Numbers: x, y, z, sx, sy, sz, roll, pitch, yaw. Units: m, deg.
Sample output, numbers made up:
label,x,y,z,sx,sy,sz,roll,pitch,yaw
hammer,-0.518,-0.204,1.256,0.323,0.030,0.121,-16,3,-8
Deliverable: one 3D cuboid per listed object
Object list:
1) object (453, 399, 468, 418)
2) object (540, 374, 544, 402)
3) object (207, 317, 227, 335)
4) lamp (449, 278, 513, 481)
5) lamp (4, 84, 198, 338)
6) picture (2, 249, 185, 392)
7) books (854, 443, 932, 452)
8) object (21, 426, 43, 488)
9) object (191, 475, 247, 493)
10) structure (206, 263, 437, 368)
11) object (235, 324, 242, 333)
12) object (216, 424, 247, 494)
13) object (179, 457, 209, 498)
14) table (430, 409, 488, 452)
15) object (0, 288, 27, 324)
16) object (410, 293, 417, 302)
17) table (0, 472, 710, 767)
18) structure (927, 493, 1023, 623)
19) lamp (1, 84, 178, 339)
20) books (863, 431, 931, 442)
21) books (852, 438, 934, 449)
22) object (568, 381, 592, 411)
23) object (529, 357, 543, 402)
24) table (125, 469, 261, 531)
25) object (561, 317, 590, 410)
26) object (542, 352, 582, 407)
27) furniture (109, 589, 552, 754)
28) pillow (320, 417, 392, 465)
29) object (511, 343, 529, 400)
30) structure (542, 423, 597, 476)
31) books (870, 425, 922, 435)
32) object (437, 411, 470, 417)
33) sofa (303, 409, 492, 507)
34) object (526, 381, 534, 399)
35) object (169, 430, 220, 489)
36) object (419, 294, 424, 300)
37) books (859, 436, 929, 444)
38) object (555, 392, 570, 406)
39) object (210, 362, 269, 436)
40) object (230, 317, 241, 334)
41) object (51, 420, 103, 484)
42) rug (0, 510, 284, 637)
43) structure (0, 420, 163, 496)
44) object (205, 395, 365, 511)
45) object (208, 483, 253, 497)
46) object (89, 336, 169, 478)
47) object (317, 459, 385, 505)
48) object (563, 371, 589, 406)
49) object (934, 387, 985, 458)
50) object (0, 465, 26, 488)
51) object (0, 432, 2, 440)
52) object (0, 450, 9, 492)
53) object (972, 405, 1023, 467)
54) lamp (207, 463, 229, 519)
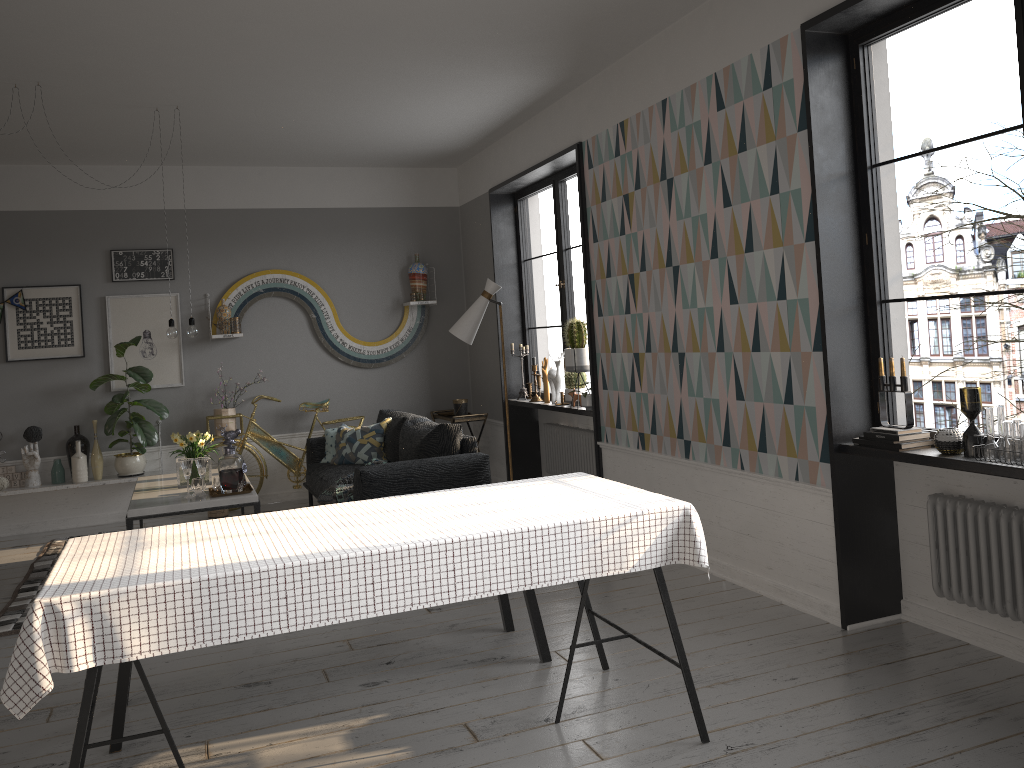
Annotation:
label,x,y,z,sx,sy,sz,roll,pitch,yaw
object,-0.459,0.219,7.870,0.141,0.160,0.138,-3,1,17
object,0.264,-0.008,7.181,0.075,0.301,0.076,-4,0,10
object,-2.514,-0.500,7.546,0.197,0.166,0.060,-3,0,13
lamp,0.209,0.193,5.294,1.248,1.703,0.679,-4,0,-23
lamp,-2.558,-1.015,5.311,0.074,1.536,1.399,-4,1,38
picture,-5.541,-0.162,4.453,7.303,1.795,4.037,-5,3,-21
books,1.569,0.252,3.656,0.162,0.011,0.268,-5,3,-18
object,-3.825,0.576,7.064,0.155,0.483,0.136,-4,0,-21
object,-1.815,0.618,5.477,0.280,0.087,0.246,-6,4,-43
structure,-1.663,-0.590,7.955,2.025,0.956,0.266,-5,0,-21
object,-2.385,-0.478,7.693,0.062,0.081,0.062,-3,1,45
object,-1.694,0.448,5.334,0.156,0.417,0.148,-4,0,-1
object,-1.901,0.560,5.307,0.168,0.227,0.082,-4,0,-9
table,-0.470,0.595,8.068,0.340,0.679,0.742,-4,1,-21
object,-4.341,-0.597,7.053,0.915,0.339,0.057,-5,0,-21
object,-0.911,-0.799,8.181,0.060,0.079,0.060,-4,1,-32
table,-0.412,0.831,2.846,2.028,0.784,0.931,-5,2,-21
structure,1.960,0.676,3.084,0.149,0.428,1.222,-4,3,-23
lamp,-2.696,-1.007,5.323,0.074,1.536,1.399,-4,1,38
books,1.575,0.208,3.624,0.162,0.022,0.198,-5,3,-20
books,1.576,0.237,3.657,0.184,0.019,0.271,-5,3,-21
object,0.528,0.081,6.139,0.247,0.204,0.170,-4,1,-18
object,0.189,-0.043,7.230,0.123,0.375,0.123,-4,0,-16
table,-2.071,0.914,5.768,0.733,0.511,1.455,-4,3,-21
object,0.476,-0.159,6.312,0.235,0.670,0.229,-4,0,40
object,0.377,-0.041,6.753,0.135,0.410,0.662,-4,2,-20
furniture,-0.710,0.975,3.570,1.672,0.456,0.465,-5,2,-21
pillow,-1.243,0.465,7.202,0.444,0.362,0.797,-5,3,-39
object,0.069,-0.109,7.533,0.144,0.490,0.162,-4,0,15
structure,0.521,0.555,6.866,0.149,0.428,1.222,-4,3,-23
books,1.571,0.188,3.619,0.124,0.017,0.153,-5,3,-19
object,-0.544,0.276,8.214,0.247,0.015,0.318,-5,3,-21
sofa,-0.960,0.658,6.639,0.971,0.797,2.339,-4,3,-21
object,0.155,0.052,7.561,0.084,0.151,0.084,-4,0,-17
object,-2.074,0.481,5.776,0.325,0.351,0.351,-4,1,-19
object,-0.836,-0.803,8.174,0.050,0.058,0.050,-4,1,-31
books,1.574,0.223,3.648,0.174,0.011,0.216,-5,3,-15
object,0.382,0.111,6.737,0.123,0.099,0.123,-4,2,2
object,-2.340,0.119,7.577,0.488,0.641,0.253,-4,0,-3
object,-2.381,-0.501,7.611,0.086,0.140,0.085,-4,0,-28
object,-3.526,0.547,7.163,0.331,0.488,0.286,-3,0,30
rug,-2.282,1.160,5.919,1.772,0.034,2.526,-5,3,-21
structure,-4.222,0.662,6.924,2.780,0.486,0.307,-5,1,-21
object,-1.943,0.564,7.736,1.629,0.970,0.426,-5,1,-29
object,-1.714,0.647,5.388,0.247,0.015,0.318,-5,3,-21
object,-3.142,0.184,7.286,0.566,1.150,0.416,-4,0,19
object,-1.016,0.723,5.969,0.491,0.329,0.666,-5,3,-26
object,0.480,0.017,6.622,0.234,0.283,0.214,-3,1,43
object,1.674,0.141,3.338,0.115,0.257,0.194,-4,1,-11
object,-3.994,0.739,7.094,0.265,0.173,0.078,-4,0,-15
object,-4.184,0.610,7.065,0.222,0.464,0.019,-4,-1,-21
object,-4.231,0.636,6.891,0.546,0.440,0.238,-4,0,-21
object,1.774,0.180,3.110,0.153,0.192,0.268,-4,2,-21
lamp,-2.442,0.883,7.316,0.432,0.437,0.433,-3,1,10
